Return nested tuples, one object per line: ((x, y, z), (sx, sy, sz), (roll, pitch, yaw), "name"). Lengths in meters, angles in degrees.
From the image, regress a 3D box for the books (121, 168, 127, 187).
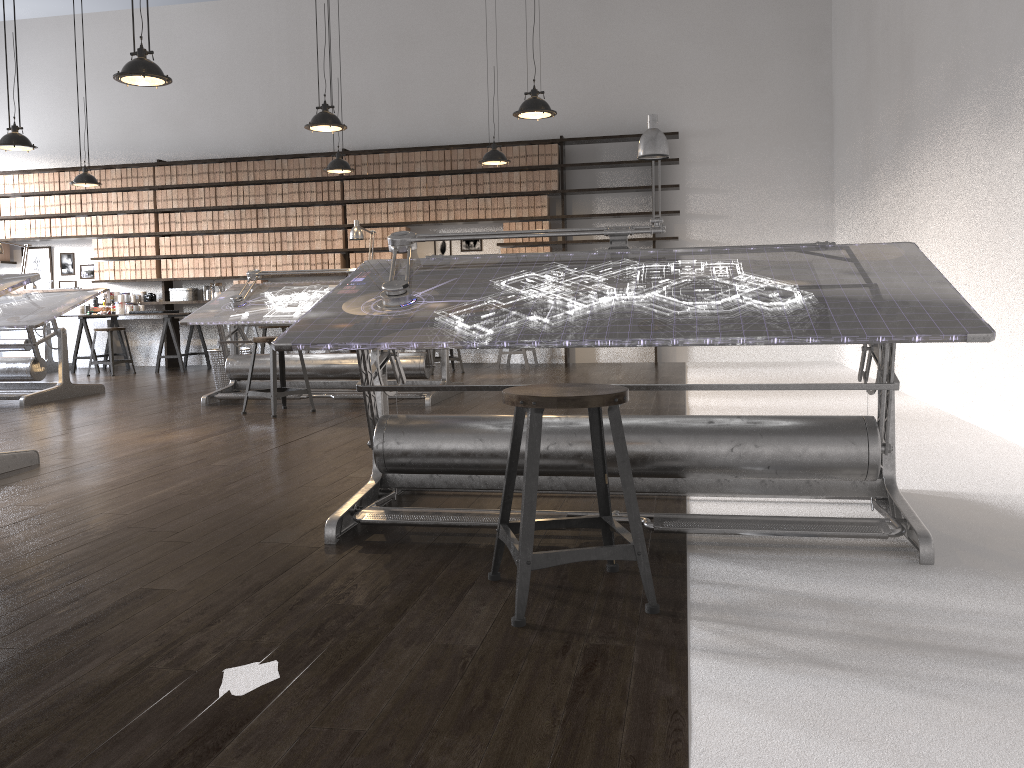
((-4.594, -2.458, 10.612), (0.067, 0.225, 0.175), (-1, 4, 11), "books")

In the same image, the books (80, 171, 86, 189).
((-5.140, -2.456, 10.719), (0.067, 0.225, 0.175), (-1, 4, 11), "books")

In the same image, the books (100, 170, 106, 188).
((-4.871, -2.457, 10.672), (0.066, 0.225, 0.175), (-1, 4, 11), "books")

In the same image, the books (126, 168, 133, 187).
((-4.531, -2.459, 10.604), (0.066, 0.225, 0.175), (-1, 4, 11), "books")

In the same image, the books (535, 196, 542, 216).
((0.298, -1.937, 9.688), (0.066, 0.225, 0.175), (-1, 4, 11), "books")

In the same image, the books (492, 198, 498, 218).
((-0.173, -1.935, 9.781), (0.066, 0.225, 0.175), (-1, 4, 11), "books")

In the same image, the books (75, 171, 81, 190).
((-5.205, -2.456, 10.738), (0.066, 0.225, 0.175), (-1, 4, 11), "books")

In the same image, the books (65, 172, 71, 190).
((-5.345, -2.455, 10.761), (0.066, 0.225, 0.175), (-1, 4, 11), "books")

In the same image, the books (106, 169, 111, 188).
((-4.803, -2.458, 10.660), (0.066, 0.225, 0.175), (-1, 4, 11), "books")

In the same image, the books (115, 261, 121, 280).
((-4.712, -1.369, 10.696), (0.066, 0.225, 0.175), (-1, 4, 11), "books")

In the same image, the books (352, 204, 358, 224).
((-1.760, -1.927, 10.084), (0.067, 0.225, 0.175), (-1, 4, 11), "books")

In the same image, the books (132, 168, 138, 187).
((-4.457, -2.459, 10.591), (0.066, 0.225, 0.175), (-1, 4, 11), "books")

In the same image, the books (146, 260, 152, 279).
((-4.307, -1.371, 10.618), (0.066, 0.225, 0.175), (-1, 4, 11), "books")

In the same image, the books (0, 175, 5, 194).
((-6.234, -2.451, 10.934), (0.067, 0.225, 0.175), (-1, 4, 11), "books")

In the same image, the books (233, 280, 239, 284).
((-3.197, -1.103, 10.408), (0.067, 0.225, 0.175), (-1, 4, 11), "books")

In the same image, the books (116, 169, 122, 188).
((-4.664, -2.458, 10.626), (0.066, 0.225, 0.175), (-1, 4, 11), "books")

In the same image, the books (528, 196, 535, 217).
((0.229, -1.937, 9.701), (0.066, 0.225, 0.175), (-1, 4, 11), "books")

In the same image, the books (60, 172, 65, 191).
((-5.414, -2.455, 10.780), (0.066, 0.225, 0.175), (-1, 4, 11), "books")

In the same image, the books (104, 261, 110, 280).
((-4.853, -1.368, 10.721), (0.066, 0.225, 0.175), (-1, 4, 11), "books")

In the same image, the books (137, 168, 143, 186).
((-4.388, -2.460, 10.579), (0.066, 0.225, 0.175), (-1, 4, 11), "books")

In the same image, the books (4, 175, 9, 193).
((-6.167, -2.451, 10.925), (0.066, 0.225, 0.175), (-1, 4, 11), "books")

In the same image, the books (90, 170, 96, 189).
((-5.012, -2.456, 10.698), (0.066, 0.225, 0.175), (-1, 4, 11), "books")

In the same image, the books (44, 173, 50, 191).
((-5.625, -2.454, 10.819), (0.066, 0.225, 0.175), (-1, 4, 11), "books")

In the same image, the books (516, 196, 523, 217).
((0.097, -1.936, 9.726), (0.066, 0.225, 0.175), (-1, 4, 11), "books")

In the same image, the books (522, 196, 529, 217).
((0.161, -1.936, 9.708), (0.067, 0.225, 0.175), (-1, 4, 11), "books")

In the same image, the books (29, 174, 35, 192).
((-5.829, -2.453, 10.858), (0.066, 0.225, 0.175), (-1, 4, 11), "books")

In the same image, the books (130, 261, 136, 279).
((-4.505, -1.370, 10.650), (0.066, 0.225, 0.175), (-1, 4, 11), "books")

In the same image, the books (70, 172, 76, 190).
((-5.274, -2.456, 10.752), (0.066, 0.225, 0.175), (-1, 4, 11), "books")

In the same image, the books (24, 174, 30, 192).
((-5.897, -2.453, 10.875), (0.066, 0.225, 0.175), (-1, 4, 11), "books")

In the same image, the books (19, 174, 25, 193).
((-5.965, -2.452, 10.886), (0.066, 0.225, 0.175), (-1, 4, 11), "books")

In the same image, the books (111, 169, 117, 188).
((-4.735, -2.458, 10.643), (0.066, 0.225, 0.175), (-1, 4, 11), "books")

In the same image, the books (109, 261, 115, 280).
((-4.782, -1.368, 10.705), (0.067, 0.225, 0.175), (-1, 4, 11), "books")

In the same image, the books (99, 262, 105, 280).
((-4.914, -1.368, 10.735), (0.066, 0.225, 0.175), (-1, 4, 11), "books")

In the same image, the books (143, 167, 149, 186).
((-4.321, -2.460, 10.562), (0.066, 0.225, 0.175), (-1, 4, 11), "books")

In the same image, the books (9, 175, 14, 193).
((-6.106, -2.451, 10.912), (0.066, 0.225, 0.175), (-1, 4, 11), "books")

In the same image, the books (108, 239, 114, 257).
((-4.796, -1.638, 10.693), (0.067, 0.225, 0.175), (-1, 4, 11), "books")

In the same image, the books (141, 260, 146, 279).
((-4.371, -1.371, 10.628), (0.066, 0.225, 0.175), (-1, 4, 11), "books")

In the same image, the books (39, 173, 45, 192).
((-5.687, -2.453, 10.826), (0.067, 0.225, 0.175), (-1, 4, 11), "books")

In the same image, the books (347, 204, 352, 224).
((-1.822, -1.927, 10.101), (0.066, 0.225, 0.175), (-1, 4, 11), "books")

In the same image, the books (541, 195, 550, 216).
((0.367, -1.937, 9.670), (0.066, 0.225, 0.175), (-1, 4, 11), "books")

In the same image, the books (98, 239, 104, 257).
((-4.922, -1.638, 10.721), (0.066, 0.225, 0.175), (-1, 4, 11), "books")

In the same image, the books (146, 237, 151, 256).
((-4.299, -1.641, 10.600), (0.066, 0.225, 0.175), (-1, 4, 11), "books")

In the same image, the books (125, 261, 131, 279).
((-4.576, -1.370, 10.667), (0.066, 0.225, 0.175), (-1, 4, 11), "books")

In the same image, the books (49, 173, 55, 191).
((-5.560, -2.454, 10.808), (0.066, 0.225, 0.175), (-1, 4, 11), "books")

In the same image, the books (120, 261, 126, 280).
((-4.644, -1.370, 10.684), (0.066, 0.225, 0.175), (-1, 4, 11), "books")

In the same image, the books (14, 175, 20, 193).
((-6.035, -2.452, 10.896), (0.067, 0.225, 0.175), (-1, 4, 11), "books")

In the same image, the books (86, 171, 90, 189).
((-5.073, -2.456, 10.711), (0.066, 0.225, 0.175), (-1, 4, 11), "books")

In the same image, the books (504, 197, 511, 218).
((-0.037, -1.935, 9.748), (0.067, 0.225, 0.175), (-1, 4, 11), "books")

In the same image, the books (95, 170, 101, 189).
((-4.941, -2.457, 10.682), (0.067, 0.225, 0.175), (-1, 4, 11), "books")

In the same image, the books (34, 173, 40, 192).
((-5.758, -2.453, 10.840), (0.066, 0.225, 0.175), (-1, 4, 11), "books")

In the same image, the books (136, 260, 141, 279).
((-4.434, -1.370, 10.636), (0.067, 0.225, 0.175), (-1, 4, 11), "books")

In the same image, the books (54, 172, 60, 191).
((-5.488, -2.454, 10.789), (0.067, 0.225, 0.175), (-1, 4, 11), "books")

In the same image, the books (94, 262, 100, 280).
((-4.981, -1.367, 10.743), (0.067, 0.225, 0.175), (-1, 4, 11), "books")

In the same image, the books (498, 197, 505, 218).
((-0.105, -1.935, 9.766), (0.066, 0.225, 0.175), (-1, 4, 11), "books")
